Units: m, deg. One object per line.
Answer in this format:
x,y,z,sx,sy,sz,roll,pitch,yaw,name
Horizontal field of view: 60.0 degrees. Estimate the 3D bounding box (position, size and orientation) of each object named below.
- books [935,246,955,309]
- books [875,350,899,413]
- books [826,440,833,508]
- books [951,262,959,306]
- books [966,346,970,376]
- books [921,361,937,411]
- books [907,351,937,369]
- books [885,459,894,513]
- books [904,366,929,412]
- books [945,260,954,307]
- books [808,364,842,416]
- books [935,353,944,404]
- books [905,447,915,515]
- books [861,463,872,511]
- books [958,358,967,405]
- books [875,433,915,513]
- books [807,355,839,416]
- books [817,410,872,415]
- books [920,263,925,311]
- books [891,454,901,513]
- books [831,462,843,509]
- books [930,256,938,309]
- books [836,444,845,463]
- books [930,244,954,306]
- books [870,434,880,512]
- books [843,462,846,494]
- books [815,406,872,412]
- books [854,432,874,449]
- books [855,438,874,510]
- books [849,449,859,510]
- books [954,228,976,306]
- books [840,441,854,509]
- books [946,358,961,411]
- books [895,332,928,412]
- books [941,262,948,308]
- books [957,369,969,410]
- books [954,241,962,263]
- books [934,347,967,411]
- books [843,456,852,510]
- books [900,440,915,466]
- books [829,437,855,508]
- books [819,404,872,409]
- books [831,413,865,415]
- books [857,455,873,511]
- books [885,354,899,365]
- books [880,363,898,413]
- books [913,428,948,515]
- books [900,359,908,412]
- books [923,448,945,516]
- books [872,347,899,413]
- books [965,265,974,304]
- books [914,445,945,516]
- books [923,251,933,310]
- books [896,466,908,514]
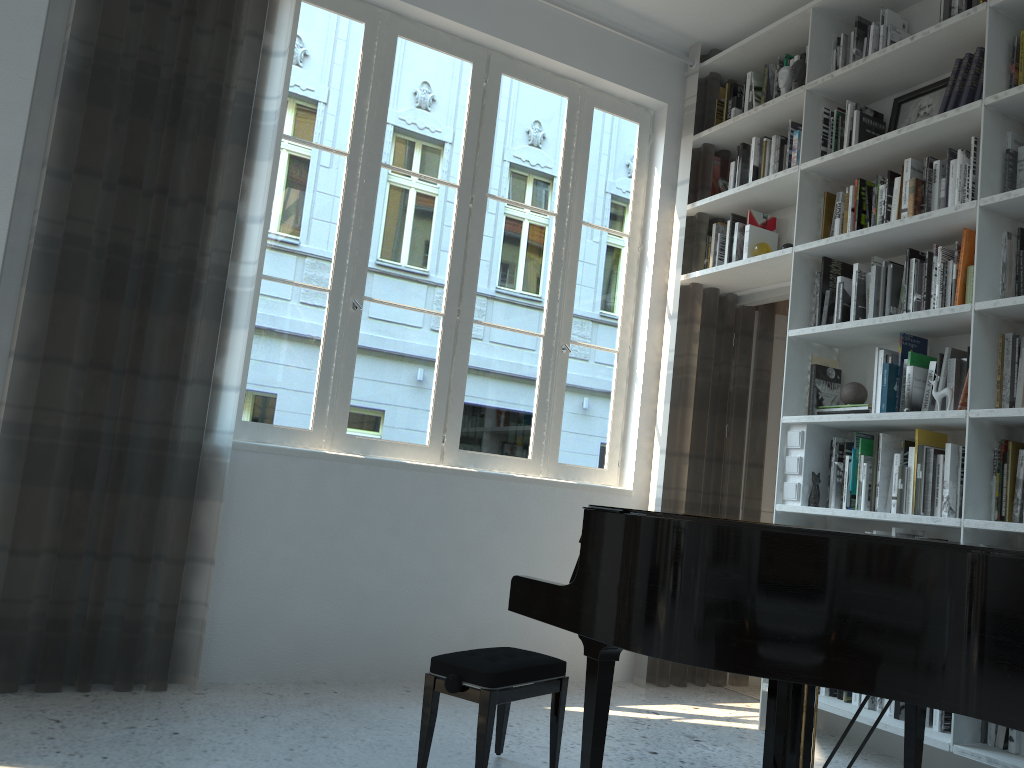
1.653,-0.366,3.338,0.157,0.274,0.015,10,-7,-28,books
1.503,0.012,3.508,0.150,0.272,0.024,10,-7,-28,books
1.368,0.382,3.668,0.159,0.284,0.008,10,-7,-28,books
1.686,-0.333,3.284,0.161,0.203,0.013,10,-7,-28,books
1.686,0.001,3.182,0.154,0.251,0.021,10,-7,-28,books
1.611,0.031,3.332,0.143,0.214,0.056,10,-8,-28,books
1.564,0.014,3.379,0.172,0.250,0.011,10,-7,-28,books
1.508,0.393,3.412,0.138,0.230,0.045,10,-7,-28,books
1.560,0.040,3.352,0.189,0.190,0.029,10,-8,-28,books
1.681,-0.339,3.318,0.148,0.220,0.021,10,-7,-28,books
1.341,0.047,3.803,0.156,0.242,0.028,10,-7,-28,books
1.628,0.015,3.303,0.141,0.241,0.013,10,-7,-28,books
1.546,0.372,3.313,0.176,0.254,0.026,10,-7,-28,books
1.438,0.413,3.471,0.183,0.188,0.016,10,-8,-28,books
1.670,0.023,3.199,0.144,0.209,0.027,10,-7,-28,books
1.483,0.354,3.432,0.189,0.306,0.012,10,-7,-28,books
1.342,0.029,3.827,0.159,0.284,0.012,10,-7,-28,books
1.413,0.128,3.650,0.161,0.012,0.254,11,-8,-31,books
1.626,-0.337,3.408,0.152,0.227,0.013,10,-7,-28,books
1.511,0.388,3.372,0.159,0.229,0.027,10,-7,-28,books
1.367,0.420,3.581,0.193,0.189,0.019,10,-8,-28,books
1.649,-0.350,3.382,0.139,0.251,0.011,10,-7,-28,books
1.379,0.386,3.604,0.177,0.263,0.007,10,-7,-28,books
1.651,-0.374,3.396,0.130,0.304,0.011,10,-7,-28,books
1.464,0.356,3.440,0.180,0.300,0.019,10,-7,-28,books
1.404,0.408,3.574,0.176,0.218,0.015,10,-7,-28,books
1.412,0.115,3.650,0.159,0.012,0.285,9,-8,-24,books
1.418,0.358,3.556,0.145,0.314,0.006,10,-7,-28,books
1.428,0.367,3.499,0.182,0.286,0.007,10,-7,-28,books
1.411,0.389,3.525,0.184,0.244,0.009,10,-7,-28,books
1.705,-0.395,3.271,0.170,0.325,0.035,10,-7,-28,books
1.396,0.377,3.584,0.164,0.279,0.008,10,-7,-28,books
1.647,0.024,3.220,0.172,0.207,0.030,10,-8,-28,books
1.555,-0.022,3.449,0.153,0.335,0.011,10,-7,-28,books
1.669,-0.337,3.330,0.160,0.217,0.012,10,-7,-28,books
1.678,-0.020,3.120,0.228,0.276,0.082,10,-8,-28,books
1.697,-0.374,3.309,0.144,0.292,0.015,10,-7,-28,books
1.634,0.004,3.265,0.158,0.255,0.060,10,-8,-28,books
1.400,0.406,3.555,0.180,0.216,0.015,10,-7,-28,books
1.522,0.361,3.357,0.150,0.281,0.014,10,-7,-28,books
1.374,0.375,3.640,0.171,0.294,0.014,10,-7,-28,books
1.419,0.104,3.655,0.161,0.012,0.254,10,-8,-27,books
1.415,0.140,3.651,0.161,0.012,0.254,10,-8,-27,books
1.436,0.400,3.488,0.190,0.218,0.015,10,-8,-28,books
1.522,0.020,3.486,0.143,0.255,0.031,10,-7,-28,books
1.509,0.037,3.443,0.189,0.208,0.029,10,-8,-28,books
1.557,0.336,3.297,0.172,0.322,0.021,10,-7,-28,books
1.564,0.029,3.428,0.148,0.231,0.030,10,-7,-28,books
1.576,0.369,3.246,0.159,0.248,0.028,10,-7,-28,books
1.496,0.007,3.525,0.159,0.284,0.012,10,-7,-28,books
1.716,-0.326,3.235,0.152,0.183,0.030,10,-8,-28,books
1.559,0.364,3.268,0.181,0.260,0.028,10,-7,-28,books
1.631,-0.360,3.397,0.145,0.272,0.012,10,-7,-28,books
1.520,0.408,3.328,0.190,0.181,0.029,10,-8,-28,books
